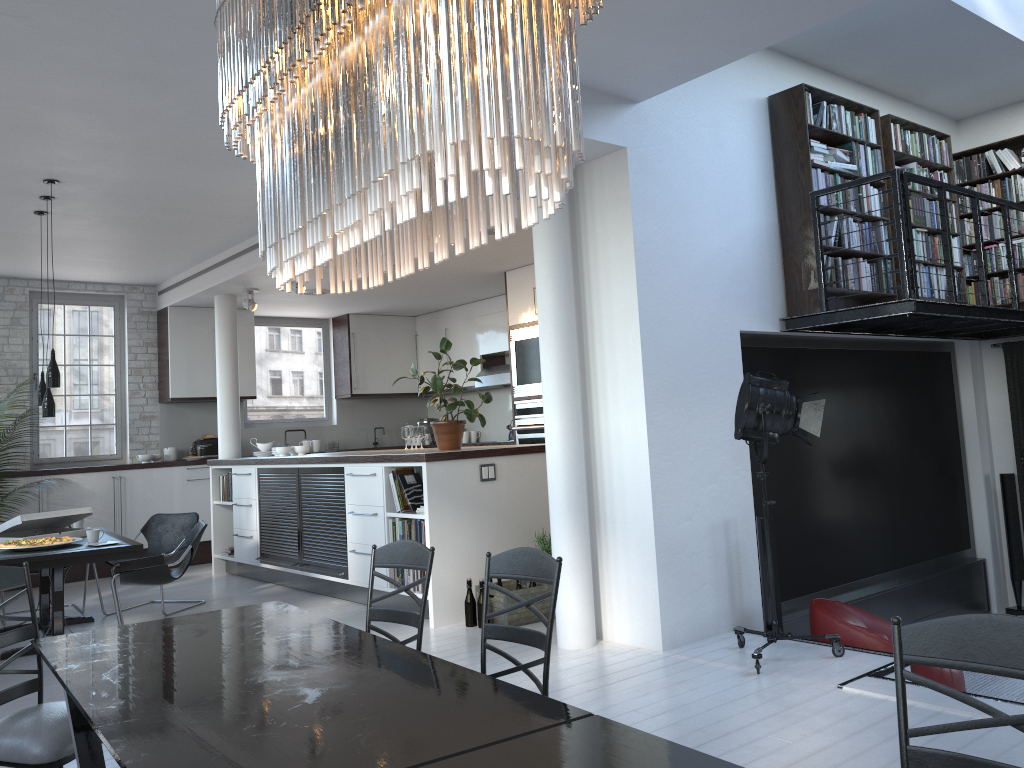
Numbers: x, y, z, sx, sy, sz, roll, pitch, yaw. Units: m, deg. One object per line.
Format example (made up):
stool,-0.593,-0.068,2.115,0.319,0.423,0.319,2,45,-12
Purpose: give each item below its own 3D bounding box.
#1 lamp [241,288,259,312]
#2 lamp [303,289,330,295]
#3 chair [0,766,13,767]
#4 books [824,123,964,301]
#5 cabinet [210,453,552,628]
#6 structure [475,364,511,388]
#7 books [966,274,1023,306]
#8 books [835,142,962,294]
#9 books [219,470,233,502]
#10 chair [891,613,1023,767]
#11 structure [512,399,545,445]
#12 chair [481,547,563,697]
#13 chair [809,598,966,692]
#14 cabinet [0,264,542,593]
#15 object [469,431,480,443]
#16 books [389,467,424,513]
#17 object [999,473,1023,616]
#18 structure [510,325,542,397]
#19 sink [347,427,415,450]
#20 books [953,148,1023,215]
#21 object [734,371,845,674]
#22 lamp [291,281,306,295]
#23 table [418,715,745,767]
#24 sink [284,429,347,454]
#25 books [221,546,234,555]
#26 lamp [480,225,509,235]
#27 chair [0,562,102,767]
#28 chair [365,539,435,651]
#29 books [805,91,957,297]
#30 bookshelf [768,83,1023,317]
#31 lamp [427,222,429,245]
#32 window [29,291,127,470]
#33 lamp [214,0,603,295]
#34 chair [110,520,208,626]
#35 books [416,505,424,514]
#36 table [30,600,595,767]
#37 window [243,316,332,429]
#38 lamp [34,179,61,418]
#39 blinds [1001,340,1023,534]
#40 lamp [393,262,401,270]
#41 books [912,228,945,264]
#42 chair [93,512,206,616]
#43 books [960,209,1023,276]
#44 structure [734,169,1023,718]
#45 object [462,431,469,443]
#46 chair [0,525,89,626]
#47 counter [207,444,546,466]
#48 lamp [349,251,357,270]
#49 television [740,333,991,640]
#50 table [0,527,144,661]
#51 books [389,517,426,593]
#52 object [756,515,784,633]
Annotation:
lamp,-2.827,-0.899,9.569,0.183,0.239,0.182,0,-6,-36
lamp,-2.207,-1.027,9.938,0.328,0.025,0.328,-5,-3,26
chair,-1.485,1.063,2.327,0.496,0.968,0.502,-5,-5,18
books,4.188,-1.532,5.335,2.205,1.413,4.364,0,-4,-40
cabinet,-1.326,1.255,8.194,1.500,1.175,4.157,0,-4,-39
structure,0.057,-0.120,10.962,0.522,0.250,1.039,0,-4,-39
books,5.170,-1.553,6.171,1.285,1.433,4.422,0,-5,-38
books,4.424,-1.402,5.522,1.598,1.143,4.323,0,-4,-40
books,-2.857,1.053,9.249,0.253,0.324,0.508,0,-5,-39
chair,0.691,0.885,1.346,0.503,0.968,0.494,0,-6,-32
structure,0.696,0.650,9.049,1.024,1.031,1.046,0,-5,-39
chair,-0.108,0.997,2.589,0.503,0.968,0.494,0,-6,-34
chair,2.234,1.655,5.295,0.828,0.713,0.830,-6,-5,30
cabinet,-1.877,0.358,8.056,7.228,3.011,7.278,-1,-4,-39
object,-0.508,0.711,11.936,0.138,0.152,0.108,-1,-5,-32
books,-0.754,0.787,6.606,0.186,0.329,0.322,1,-6,-39
object,4.405,1.403,7.799,0.157,1.225,0.157,-1,-6,-24
structure,0.690,-0.254,9.170,0.957,0.706,1.029,0,-5,-39
sink,-1.826,0.795,12.014,0.916,0.415,0.432,-1,-5,-39
books,5.555,-1.544,6.462,0.242,1.400,4.429,1,-5,-39
object,1.495,0.713,4.902,0.544,1.583,0.609,-4,-5,5
lamp,-2.096,-0.989,8.673,0.183,0.239,0.182,0,-6,-36
table,0.401,0.999,0.835,0.891,0.699,1.990,-1,-4,-34
sink,-2.235,0.757,9.812,0.648,0.521,0.545,0,-5,-39
books,-2.809,1.604,9.234,0.293,0.325,0.471,1,-5,-42
lamp,-0.130,-1.282,7.390,0.328,0.025,0.327,-1,-4,-41
chair,-1.593,1.105,3.010,0.503,0.968,0.495,-4,-5,14
chair,-0.520,1.042,2.973,0.503,0.968,0.495,1,-6,-39
books,2.853,-1.381,6.933,2.206,1.427,0.314,0,-6,-39
bookshelf,4.505,-1.467,5.590,3.089,1.621,4.463,0,-4,-39
lamp,-0.634,-1.169,6.879,0.183,0.239,0.182,0,-6,-36
window,-7.456,-0.030,13.929,8.135,6.091,9.119,0,-5,-39
lamp,-0.285,-1.066,1.862,0.440,1.631,1.268,0,-6,-34
chair,-2.586,1.435,6.519,0.665,0.780,0.668,-1,-5,-24
books,-0.546,0.902,6.421,0.272,0.054,0.204,0,-4,-44
table,-0.724,1.151,2.476,0.891,0.699,1.990,-1,-4,-34
window,-2.996,-0.161,11.747,1.298,1.463,0.132,0,-6,-39
lamp,-3.535,-0.674,6.741,0.114,1.859,1.052,0,-6,-32
blinds,5.257,0.709,6.924,0.125,2.393,2.501,1,-6,-39
lamp,-1.169,-1.155,8.665,0.328,0.025,0.327,-1,-4,-34
books,4.617,-1.540,5.662,1.170,1.408,4.371,0,-5,-39
chair,-3.021,1.510,7.464,0.670,0.780,0.663,-5,-5,16
books,5.559,-1.555,6.465,0.227,1.416,4.423,1,-5,-39
structure,4.006,0.202,4.959,4.615,3.364,4.475,0,-5,-39
object,-0.628,0.714,11.866,0.109,0.152,0.137,-1,-5,-25
chair,-3.990,1.568,7.504,0.671,0.780,0.662,0,-5,-34
counter,-1.366,0.668,8.256,1.446,0.061,4.188,-1,-4,-39
lamp,-1.365,-1.079,7.776,0.183,0.239,0.182,0,-6,-36
television,2.830,0.840,6.930,3.352,2.435,0.116,0,-6,-39
table,-3.403,1.519,6.537,0.959,0.705,1.911,-1,-4,-33
books,-0.565,1.099,6.577,0.492,0.800,0.539,1,-6,-39
object,1.619,1.443,5.536,0.157,1.225,0.157,-7,-6,31
